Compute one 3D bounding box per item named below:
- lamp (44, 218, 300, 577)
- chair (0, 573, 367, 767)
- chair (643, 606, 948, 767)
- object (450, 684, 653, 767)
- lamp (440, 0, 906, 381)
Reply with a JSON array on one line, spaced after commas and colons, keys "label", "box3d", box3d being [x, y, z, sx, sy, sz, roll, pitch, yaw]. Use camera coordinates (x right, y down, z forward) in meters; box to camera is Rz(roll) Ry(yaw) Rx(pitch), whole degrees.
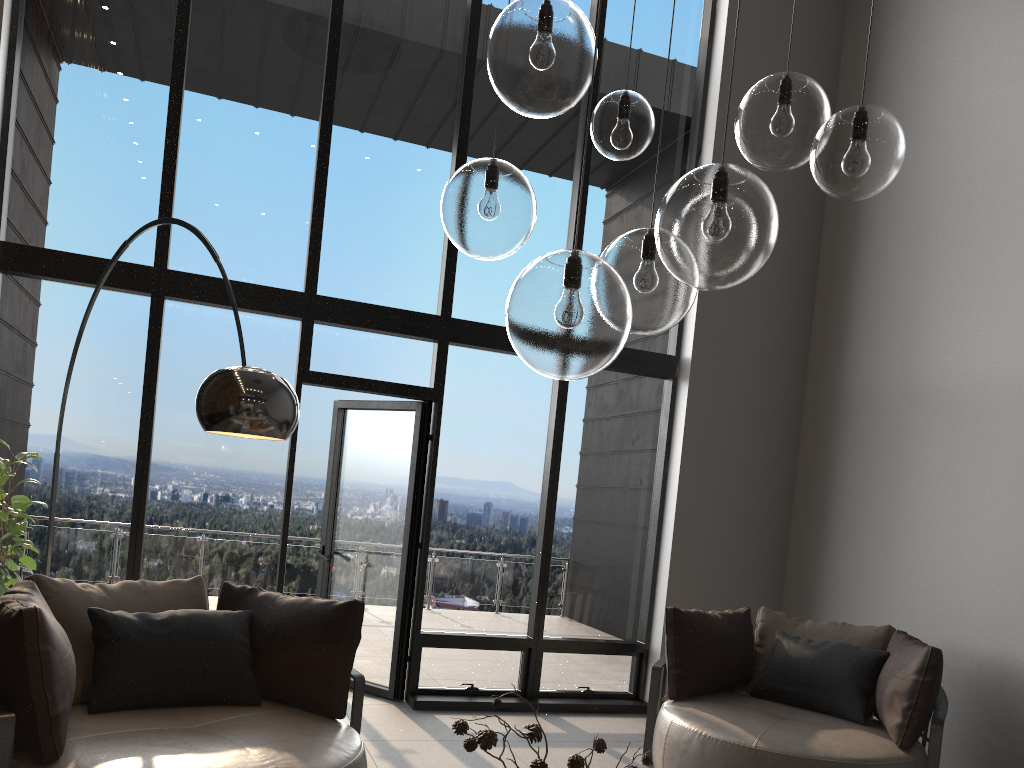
[{"label": "lamp", "box3d": [-1.461, 0.524, 3.436, 0.322, 2.333, 2.021, 5, -1, -42]}, {"label": "chair", "box3d": [-1.271, 1.254, 3.383, 1.477, 0.898, 1.457, 5, -5, 8]}, {"label": "chair", "box3d": [1.490, 1.703, 4.641, 1.444, 0.898, 1.491, 6, -5, -2]}, {"label": "object", "box3d": [0.040, 0.990, 1.987, 0.315, 0.602, 0.548, 5, -2, 42]}, {"label": "lamp", "box3d": [0.530, -2.424, 1.957, 1.238, 4.997, 1.222, 5, 1, -22]}]
